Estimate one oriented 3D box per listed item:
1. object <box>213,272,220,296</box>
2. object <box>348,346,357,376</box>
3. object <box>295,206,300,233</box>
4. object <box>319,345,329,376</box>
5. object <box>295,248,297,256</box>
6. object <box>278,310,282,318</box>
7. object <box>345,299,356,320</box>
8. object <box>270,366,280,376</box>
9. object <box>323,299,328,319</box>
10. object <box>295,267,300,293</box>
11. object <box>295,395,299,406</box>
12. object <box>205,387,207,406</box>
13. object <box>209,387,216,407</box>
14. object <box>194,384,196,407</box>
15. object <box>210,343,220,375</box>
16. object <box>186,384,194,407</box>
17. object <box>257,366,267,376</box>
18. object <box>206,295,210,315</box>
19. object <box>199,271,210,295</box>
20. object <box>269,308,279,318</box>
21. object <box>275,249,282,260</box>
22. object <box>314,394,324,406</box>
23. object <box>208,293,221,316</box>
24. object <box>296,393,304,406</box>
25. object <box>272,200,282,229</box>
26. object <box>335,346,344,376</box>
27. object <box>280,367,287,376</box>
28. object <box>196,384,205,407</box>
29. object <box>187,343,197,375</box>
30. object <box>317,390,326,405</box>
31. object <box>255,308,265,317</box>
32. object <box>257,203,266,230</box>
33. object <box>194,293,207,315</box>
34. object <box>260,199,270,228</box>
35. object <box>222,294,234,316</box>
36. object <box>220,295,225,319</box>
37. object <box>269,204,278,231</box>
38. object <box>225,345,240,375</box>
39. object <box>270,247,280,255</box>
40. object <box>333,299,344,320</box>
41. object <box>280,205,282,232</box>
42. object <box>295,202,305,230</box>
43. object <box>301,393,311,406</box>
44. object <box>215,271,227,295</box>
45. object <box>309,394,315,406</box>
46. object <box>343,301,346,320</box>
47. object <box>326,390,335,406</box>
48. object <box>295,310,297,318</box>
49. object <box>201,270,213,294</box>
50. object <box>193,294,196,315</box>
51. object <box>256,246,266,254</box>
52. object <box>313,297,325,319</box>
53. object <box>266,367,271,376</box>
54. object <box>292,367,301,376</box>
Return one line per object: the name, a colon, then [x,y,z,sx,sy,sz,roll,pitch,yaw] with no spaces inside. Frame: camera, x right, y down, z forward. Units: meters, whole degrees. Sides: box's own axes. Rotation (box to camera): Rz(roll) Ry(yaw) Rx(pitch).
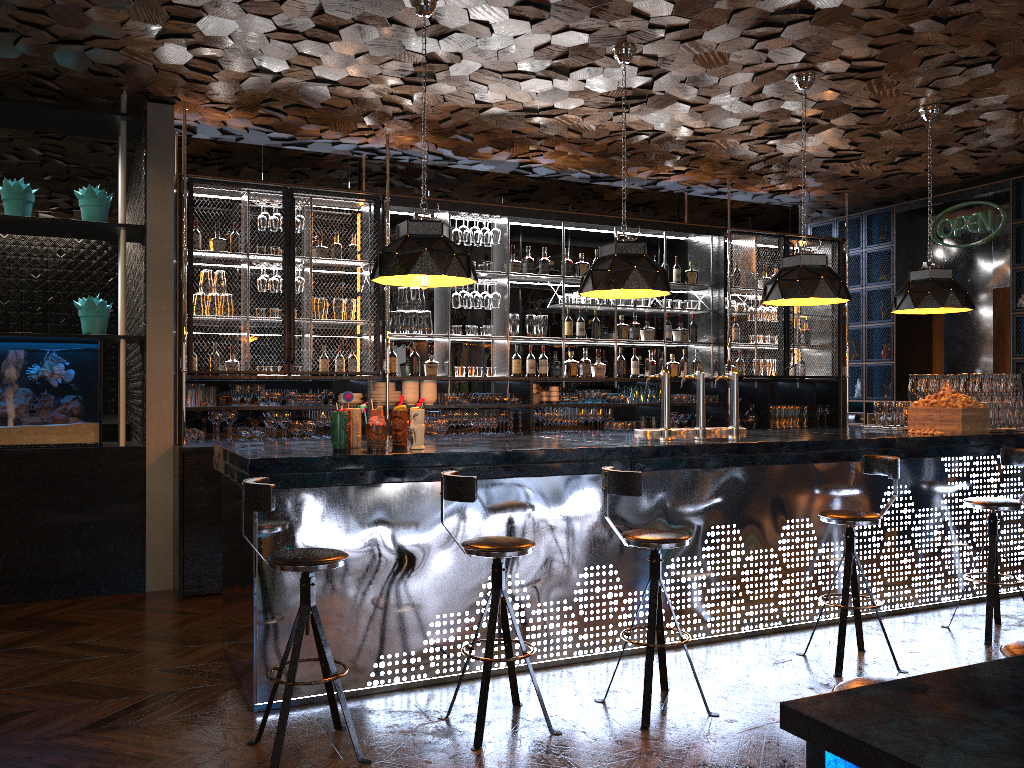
object: [-2.338,-0.800,7.072,0.092,0.182,0.092,0,0,-30]
object: [-1.344,-0.191,7.463,0.075,0.260,0.075,0,0,23]
object: [-1.785,-1.359,7.323,0.081,0.213,0.081,0,0,-20]
object: [-1.560,-0.190,7.358,0.075,0.261,0.075,0,0,23]
object: [-1.783,-1.063,7.179,0.077,0.080,0.077,0,0,10]
object: [-1.904,-0.566,7.260,0.077,0.080,0.077,0,0,29]
object: [-1.350,-0.616,7.398,0.092,0.182,0.092,0,0,-30]
object: [-1.899,-0.102,7.118,0.077,0.080,0.077,0,0,-40]
object: [-1.578,-0.616,7.397,0.092,0.182,0.092,0,0,-30]
object: [-1.785,-0.858,7.320,0.081,0.213,0.081,0,0,-20]
object: [-1.737,0.126,7.212,0.078,0.103,0.078,0,0,17]
object: [-2.392,0.098,6.975,0.051,0.152,0.058,0,0,-1]
object: [-2.286,0.097,6.762,0.051,0.152,0.058,0,0,-21]
object: [-2.408,0.086,6.810,0.067,0.174,0.067,0,0,0]
object: [-2.332,-0.193,6.960,0.075,0.260,0.075,0,0,8]
object: [-2.435,0.085,6.699,0.067,0.174,0.067,0,0,-17]
object: [-1.998,-0.102,7.083,0.077,0.080,0.077,0,0,14]
object: [-2.387,-0.618,7.057,0.092,0.182,0.092,0,0,-30]
object: [-2.435,-0.800,7.037,0.092,0.182,0.092,0,0,-30]
object: [-1.917,-0.566,7.145,0.077,0.080,0.077,0,0,43]
object: [-1.922,-1.062,7.280,0.077,0.080,0.077,0,0,30]
object: [-1.546,0.127,7.101,0.078,0.099,0.078,0,0,32]
object: [-2.341,-0.618,6.974,0.092,0.182,0.092,0,0,-30]
object: [-1.695,0.126,7.131,0.078,0.103,0.078,0,0,17]
object: [-1.882,-1.360,7.116,0.081,0.213,0.081,0,0,-20]
object: [-1.446,-0.191,7.438,0.075,0.260,0.075,0,0,23]
object: [-1.866,-0.101,7.228,0.077,0.080,0.077,0,0,30]
object: [-2.368,0.085,6.744,0.067,0.174,0.067,0,0,14]
object: [-2.495,-0.193,6.912,0.075,0.261,0.075,0,0,23]
object: [-1.585,0.112,7.381,0.074,0.131,0.074,0,0,-13]
object: [-2.024,-0.566,7.137,0.077,0.080,0.077,0,0,-14]
object: [-2.031,-1.359,7.205,0.081,0.213,0.081,0,0,-20]
object: [-2.434,-0.618,6.929,0.092,0.182,0.092,0,0,-30]
object: [-1.969,-1.360,7.075,0.081,0.213,0.081,0,0,-20]
object: [-2.245,-0.618,7.007,0.092,0.182,0.092,0,0,-30]
object: [-2.297,-0.618,7.090,0.092,0.182,0.092,0,0,-30]
object: [-1.944,-1.359,7.246,0.081,0.213,0.081,0,0,-20]
object: [-2.213,-0.184,7.028,0.108,0.244,0.108,0,0,-12]
object: [-1.915,-1.063,7.165,0.077,0.080,0.077,0,0,10]
object: [-1.445,-0.616,7.376,0.092,0.182,0.092,0,0,-30]
object: [-1.866,-1.359,7.284,0.081,0.213,0.081,0,0,-20]
object: [-1.723,-1.359,7.193,0.081,0.213,0.081,0,0,-20]
object: [-1.638,0.125,7.065,0.078,0.103,0.078,0,0,17]
object: [-2.300,-0.800,7.002,0.092,0.182,0.092,0,0,-30]
object: [-1.614,0.128,7.169,0.078,0.099,0.078,0,0,32]
object: [-1.382,-0.615,7.488,0.092,0.182,0.092,0,0,-30]
object: [-1.482,0.112,7.234,0.074,0.131,0.074,0,0,-13]
object: [-1.813,-0.565,7.311,0.077,0.080,0.077,0,0,-30]
object: [-2.388,-0.801,6.950,0.092,0.182,0.092,0,0,-30]
object: [-2.487,-0.618,7.017,0.092,0.182,0.092,0,0,-30]
object: [-2.019,-1.063,7.137,0.077,0.080,0.077,0,0,-35]
object: [-1.585,-0.617,7.283,0.092,0.182,0.092,0,0,-30]
object: [-2.001,-0.101,7.246,0.077,0.080,0.077,0,0,14]
object: [-1.759,-0.101,7.218,0.077,0.080,0.077,0,0,-37]
